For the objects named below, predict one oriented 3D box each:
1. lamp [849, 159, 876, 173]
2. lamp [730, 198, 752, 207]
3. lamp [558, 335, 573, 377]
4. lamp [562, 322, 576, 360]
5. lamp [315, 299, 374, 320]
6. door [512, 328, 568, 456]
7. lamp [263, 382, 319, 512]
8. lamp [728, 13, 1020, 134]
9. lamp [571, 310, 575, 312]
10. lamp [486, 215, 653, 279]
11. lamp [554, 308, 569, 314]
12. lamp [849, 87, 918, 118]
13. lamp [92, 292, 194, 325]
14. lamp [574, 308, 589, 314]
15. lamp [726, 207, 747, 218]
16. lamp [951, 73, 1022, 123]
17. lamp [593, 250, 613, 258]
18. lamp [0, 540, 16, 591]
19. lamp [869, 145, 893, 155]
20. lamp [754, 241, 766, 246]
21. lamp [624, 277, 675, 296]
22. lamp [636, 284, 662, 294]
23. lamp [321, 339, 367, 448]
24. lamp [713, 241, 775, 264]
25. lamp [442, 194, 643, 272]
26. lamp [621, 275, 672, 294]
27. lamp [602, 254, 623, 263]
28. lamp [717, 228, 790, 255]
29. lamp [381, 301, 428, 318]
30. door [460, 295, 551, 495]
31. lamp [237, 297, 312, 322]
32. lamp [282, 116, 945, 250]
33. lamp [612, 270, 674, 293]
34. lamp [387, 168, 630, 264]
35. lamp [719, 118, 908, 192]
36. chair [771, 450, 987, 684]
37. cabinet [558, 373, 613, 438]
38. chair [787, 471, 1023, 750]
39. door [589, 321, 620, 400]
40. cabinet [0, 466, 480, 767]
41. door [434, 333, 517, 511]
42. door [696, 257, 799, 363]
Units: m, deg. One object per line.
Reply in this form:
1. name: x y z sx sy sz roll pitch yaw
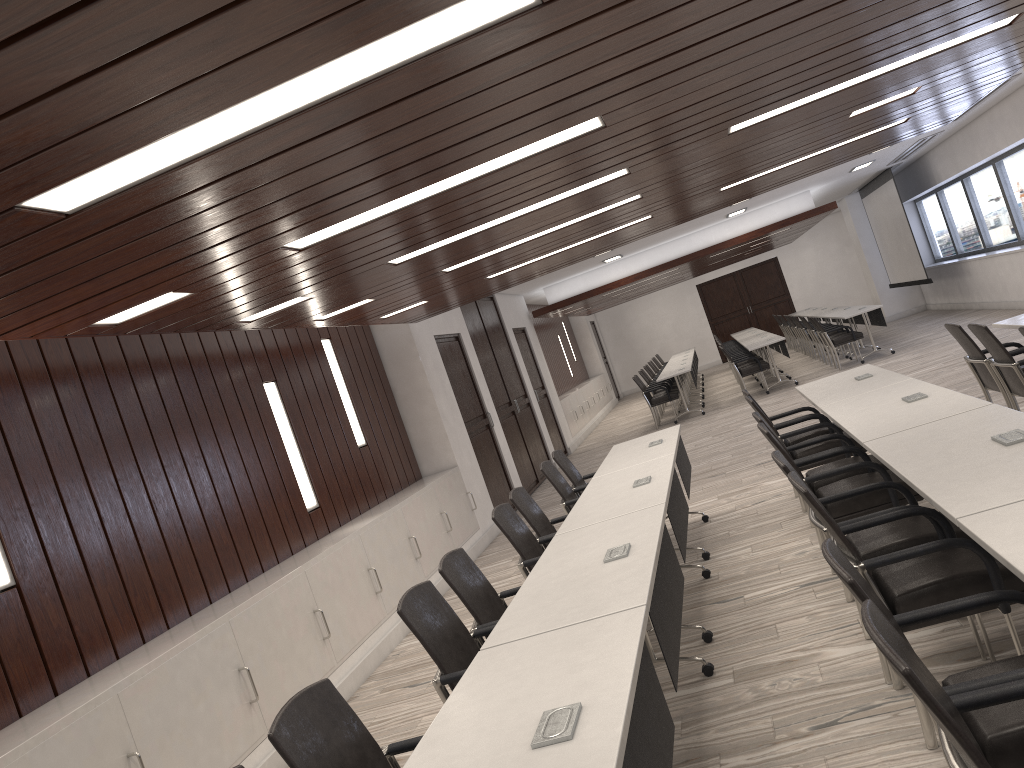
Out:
1. lamp: 5.521 -3.491 14.021 0.324 0.120 0.519 -19 0 13
2. lamp: 3.294 -2.705 12.806 0.324 0.120 0.519 -19 0 13
3. lamp: 1.222 -0.650 21.042 0.094 1.058 0.236 -19 0 13
4. lamp: 1.392 -1.057 22.326 0.094 1.058 0.236 -19 0 13
5. lamp: -1.240 -0.571 6.529 0.464 0.045 0.236 -19 0 13
6. door: 0.435 0.177 14.827 0.200 2.323 1.163 -19 0 13
7. lamp: -1.783 0.503 6.989 0.094 1.058 0.236 -19 0 13
8. lamp: 1.852 -1.635 4.652 1.496 0.045 0.236 -19 0 13
9. lamp: 1.261 -1.531 18.223 0.464 0.045 0.236 -19 0 13
10. lamp: 0.459 -1.171 7.471 1.496 0.045 0.236 -19 0 13
11. lamp: 0.940 -1.408 16.722 0.464 0.045 0.236 -19 0 13
12. lamp: 2.360 -1.820 5.656 0.421 0.046 0.236 -19 0 13
13. lamp: -1.744 -0.377 4.170 0.464 0.045 0.236 -19 0 13
14. lamp: 1.536 -1.637 19.509 0.464 0.045 0.236 -19 0 13
15. lamp: 3.650 -2.842 14.474 0.324 0.120 0.519 -19 0 13
16. lamp: 3.795 -2.598 6.803 1.499 0.552 12.000 -19 0 29
17. lamp: 1.324 -2.021 13.284 0.324 0.120 0.519 -19 0 13
18. lamp: -2.530 0.449 3.985 0.094 1.058 0.236 -19 0 13
19. lamp: 5.164 -3.354 12.353 0.324 0.120 0.519 -19 0 13
20. lamp: 4.861 -2.780 17.350 0.421 0.046 0.236 -19 0 13
21. lamp: 2.960 -2.131 19.164 1.496 0.045 0.236 -19 0 13
22. lamp: 3.189 -2.219 20.236 1.496 0.045 0.236 -19 0 13
23. lamp: -1.612 0.097 8.273 0.094 1.058 0.236 -19 0 13
24. lamp: 4.857 -2.789 18.704 1.496 0.045 0.236 -19 0 13
25. lamp: 0.184 -1.065 6.184 1.496 0.045 0.236 -19 0 13
26. lamp: 2.685 -2.025 17.877 1.496 0.045 0.236 -19 0 13
27. lamp: 1.681 -2.158 14.952 0.324 0.120 0.519 -19 0 13
28. lamp: 4.261 -2.560 15.916 1.496 0.045 0.236 -19 0 13
29. lamp: -0.965 -0.677 7.816 0.464 0.045 0.236 -19 0 13
30. door: -0.103 0.081 12.746 0.200 2.889 2.327 -19 0 13
31. lamp: -1.469 -0.483 5.457 0.464 0.045 0.236 -19 0 13
32. lamp: 3.296 -2.442 9.310 1.469 0.552 14.294 -19 1 36
33. lamp: 2.364 -1.902 16.376 1.496 0.045 0.236 -19 0 13
34. lamp: -0.045 -0.977 5.112 1.496 0.045 0.236 -19 0 13
35. lamp: 2.357 -1.829 7.010 1.496 0.045 0.236 -19 0 13
36. chair: 1.522 0.635 3.609 0.638 0.939 0.513 -19 0 14
37. cabinet: 1.608 0.399 19.809 0.476 0.698 7.540 -19 0 13
38. chair: 1.429 0.671 3.088 0.638 0.939 0.513 -19 0 12
39. door: 2.537 -0.629 24.654 0.200 2.323 1.163 -19 0 13
40. cabinet: -1.401 1.555 5.740 0.476 0.698 7.540 -19 0 13
41. door: -0.455 0.519 10.664 0.200 2.323 1.163 -19 0 13
42. door: 6.655 -2.068 24.842 2.329 2.323 0.200 -19 0 13
